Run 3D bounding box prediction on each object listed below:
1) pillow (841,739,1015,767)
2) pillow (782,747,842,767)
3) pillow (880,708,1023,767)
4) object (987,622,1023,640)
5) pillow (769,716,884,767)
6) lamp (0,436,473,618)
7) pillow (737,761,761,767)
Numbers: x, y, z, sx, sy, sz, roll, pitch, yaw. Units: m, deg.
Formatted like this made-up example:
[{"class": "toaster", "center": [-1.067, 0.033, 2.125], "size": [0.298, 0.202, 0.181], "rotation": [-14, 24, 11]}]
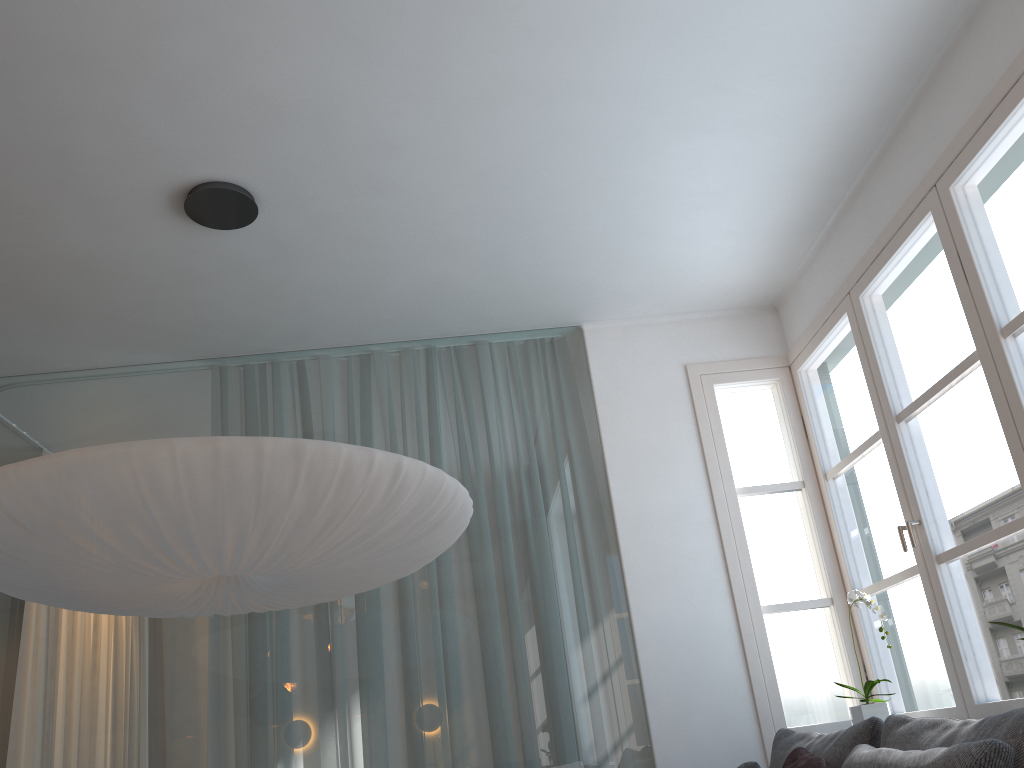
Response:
[{"class": "pillow", "center": [0.851, 1.008, 1.951], "size": [0.292, 0.387, 0.684], "rotation": [-6, -22, -5]}, {"class": "pillow", "center": [0.800, 1.255, 2.515], "size": [0.311, 0.393, 0.534], "rotation": [-6, -22, -3]}, {"class": "pillow", "center": [0.990, 0.965, 1.958], "size": [0.276, 0.463, 0.861], "rotation": [-6, -22, -5]}, {"class": "object", "center": [1.396, 0.636, 2.121], "size": [0.323, 0.320, 0.385], "rotation": [5, -25, -28]}, {"class": "pillow", "center": [0.940, 1.323, 2.776], "size": [0.275, 0.466, 0.857], "rotation": [-6, -22, -5]}, {"class": "lamp", "center": [-0.837, 0.508, 2.579], "size": [1.485, 0.205, 1.491], "rotation": [-21, -26, 29]}, {"class": "pillow", "center": [0.633, 1.508, 3.022], "size": [0.521, 0.351, 0.351], "rotation": [-22, -25, 31]}]
